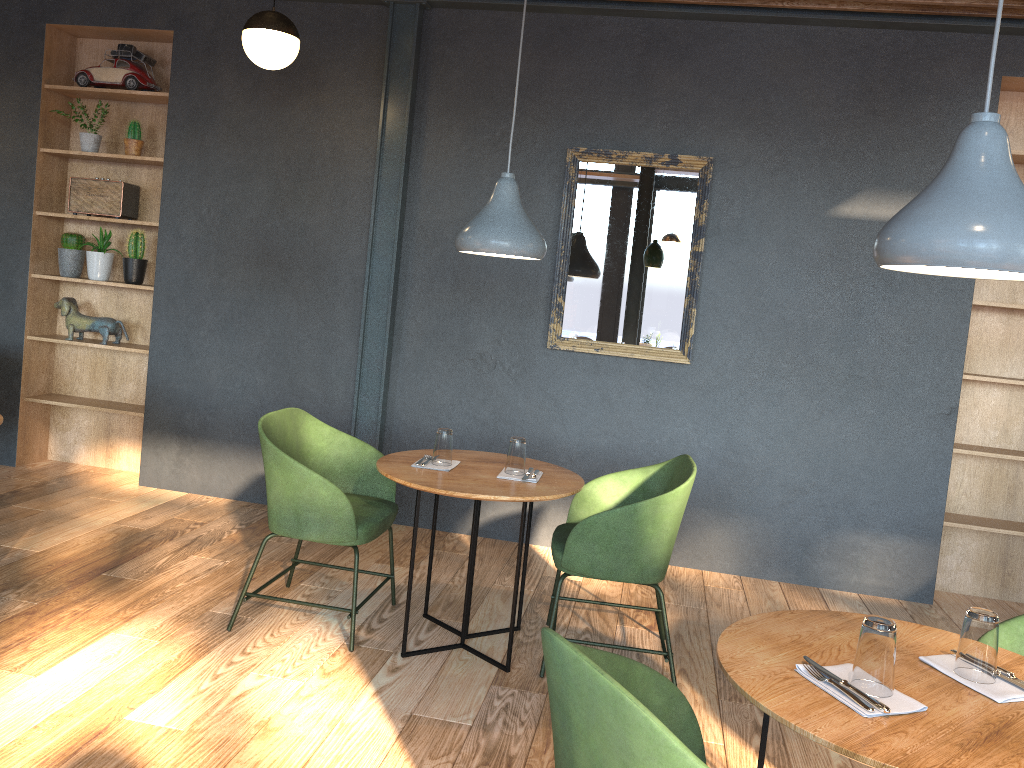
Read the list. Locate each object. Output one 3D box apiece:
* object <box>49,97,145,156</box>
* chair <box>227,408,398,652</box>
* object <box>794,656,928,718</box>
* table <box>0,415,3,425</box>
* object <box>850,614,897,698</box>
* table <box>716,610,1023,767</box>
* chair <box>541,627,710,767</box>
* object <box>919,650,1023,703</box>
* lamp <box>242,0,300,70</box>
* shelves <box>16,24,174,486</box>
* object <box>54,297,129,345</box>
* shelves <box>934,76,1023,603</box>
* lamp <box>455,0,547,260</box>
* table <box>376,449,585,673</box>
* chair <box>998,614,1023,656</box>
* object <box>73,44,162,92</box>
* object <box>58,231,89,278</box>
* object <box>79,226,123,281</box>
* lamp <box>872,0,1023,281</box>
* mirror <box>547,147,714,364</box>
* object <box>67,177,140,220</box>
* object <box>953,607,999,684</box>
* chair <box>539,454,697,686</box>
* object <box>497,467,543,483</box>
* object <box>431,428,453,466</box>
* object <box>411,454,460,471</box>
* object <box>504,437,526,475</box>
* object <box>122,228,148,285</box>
[{"bbox_3d":[-2.501,-1.563,5.372,0.536,0.328,0.175,5,4,-11],"label":"object"},{"bbox_3d":[-0.746,0.540,3.566,0.515,0.816,0.640,6,4,9],"label":"chair"},{"bbox_3d":[0.675,0.589,1.747,0.157,0.019,0.244,3,6,-21],"label":"object"},{"bbox_3d":[-2.404,0.462,3.337,0.806,0.685,0.811,2,6,-39],"label":"table"},{"bbox_3d":[0.711,0.528,1.731,0.080,0.138,0.080,5,4,-8],"label":"object"},{"bbox_3d":[0.793,0.949,1.816,0.810,0.685,0.807,10,6,40],"label":"table"},{"bbox_3d":[0.310,0.863,1.542,0.514,0.816,0.641,4,5,-25],"label":"chair"},{"bbox_3d":[0.993,0.610,1.849,0.157,0.019,0.244,3,6,-21],"label":"object"},{"bbox_3d":[-0.972,-3.383,4.122,0.268,3.783,0.269,5,4,-19],"label":"lamp"},{"bbox_3d":[-2.497,-0.784,5.462,0.837,2.698,0.285,6,3,10],"label":"shelves"},{"bbox_3d":[-2.589,-0.388,5.456,0.522,0.257,0.151,7,4,9],"label":"object"},{"bbox_3d":[2.742,-0.158,4.563,0.837,2.698,0.285,6,3,10],"label":"shelves"},{"bbox_3d":[0.179,-2.715,3.268,0.352,4.477,0.354,2,5,-45],"label":"lamp"},{"bbox_3d":[-0.155,0.677,3.463,0.806,0.685,0.811,3,6,-31],"label":"table"},{"bbox_3d":[1.371,0.920,2.019,0.514,0.816,0.641,4,5,-20],"label":"chair"},{"bbox_3d":[-2.384,-1.910,5.372,0.517,0.284,0.204,7,4,10],"label":"object"},{"bbox_3d":[-2.725,-0.808,5.487,0.190,0.294,0.173,5,4,-16],"label":"object"},{"bbox_3d":[-2.520,-0.797,5.414,0.233,0.328,0.214,7,4,15],"label":"object"},{"bbox_3d":[1.132,-2.445,1.643,0.352,4.477,0.354,2,5,-45],"label":"lamp"},{"bbox_3d":[0.625,-0.690,4.736,0.769,1.083,0.061,7,3,10],"label":"mirror"},{"bbox_3d":[-2.506,-1.140,5.443,0.340,0.240,0.199,6,4,5],"label":"object"},{"bbox_3d":[0.974,0.542,1.848,0.080,0.138,0.080,5,4,-8],"label":"object"},{"bbox_3d":[0.408,0.669,3.449,0.515,0.816,0.640,6,4,5],"label":"chair"},{"bbox_3d":[0.031,0.346,3.412,0.157,0.019,0.243,7,6,8],"label":"object"},{"bbox_3d":[-0.268,0.244,3.453,0.080,0.138,0.080,4,5,-28],"label":"object"},{"bbox_3d":[-0.294,0.305,3.482,0.157,0.019,0.243,7,6,8],"label":"object"},{"bbox_3d":[0.017,0.276,3.424,0.080,0.138,0.080,4,5,-28],"label":"object"},{"bbox_3d":[-2.284,-0.779,5.375,0.144,0.349,0.143,8,4,27],"label":"object"}]
